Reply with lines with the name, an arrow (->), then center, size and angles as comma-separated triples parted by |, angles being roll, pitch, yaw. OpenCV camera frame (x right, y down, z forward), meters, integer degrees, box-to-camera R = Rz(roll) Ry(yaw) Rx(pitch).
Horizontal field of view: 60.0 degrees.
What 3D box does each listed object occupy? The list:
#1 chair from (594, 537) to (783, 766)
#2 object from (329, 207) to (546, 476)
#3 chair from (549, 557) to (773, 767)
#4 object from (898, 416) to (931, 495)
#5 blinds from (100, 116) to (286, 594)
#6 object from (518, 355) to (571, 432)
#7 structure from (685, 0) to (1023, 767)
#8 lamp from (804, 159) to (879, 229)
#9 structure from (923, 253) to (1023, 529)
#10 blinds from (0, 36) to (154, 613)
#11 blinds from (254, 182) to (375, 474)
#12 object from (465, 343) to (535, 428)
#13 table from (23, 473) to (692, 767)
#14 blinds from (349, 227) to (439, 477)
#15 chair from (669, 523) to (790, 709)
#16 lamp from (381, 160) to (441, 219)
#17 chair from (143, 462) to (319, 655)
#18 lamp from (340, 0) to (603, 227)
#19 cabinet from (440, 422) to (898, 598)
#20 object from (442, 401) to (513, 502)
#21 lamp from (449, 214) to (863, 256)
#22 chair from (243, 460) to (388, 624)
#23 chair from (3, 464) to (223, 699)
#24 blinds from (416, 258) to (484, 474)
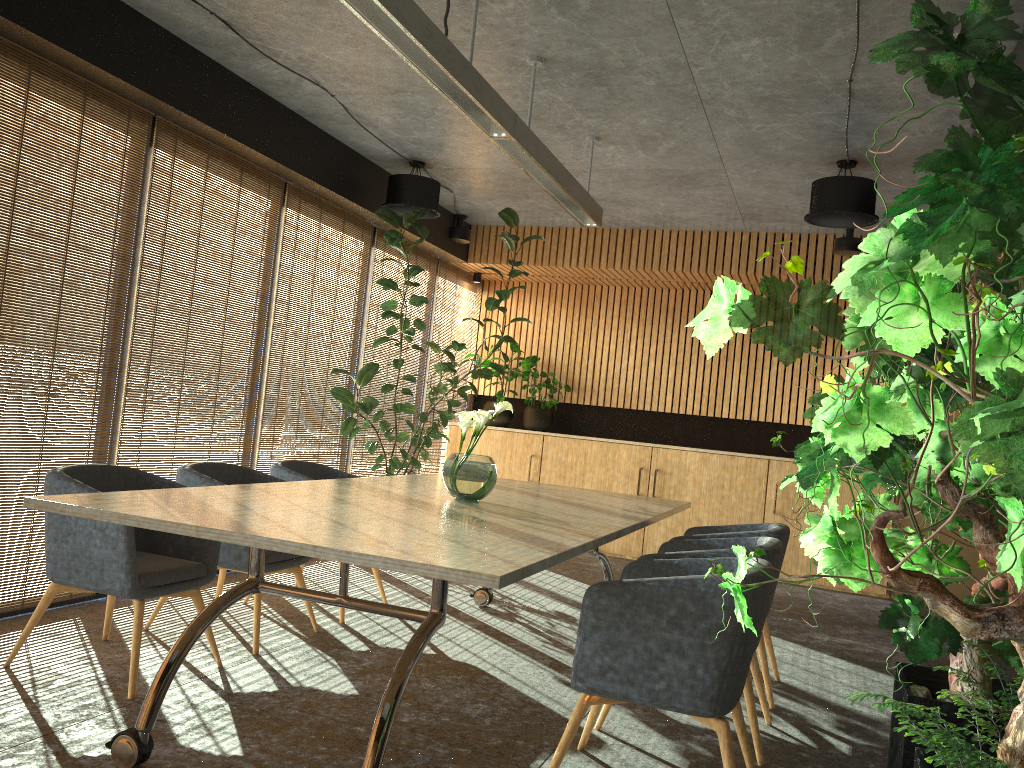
chair -> 0.884, 1.173, 4.266 | 0.761, 0.944, 0.706 | 5, -2, 20
object -> -0.957, -0.021, 8.395 | 1.875, 3.266, 1.958 | 7, -3, -32
chair -> 0.587, 1.109, 3.419 | 0.761, 0.944, 0.706 | 5, -2, 20
object -> 1.900, 0.197, 3.973 | 0.401, 0.633, 0.445 | 6, -2, 0
blinds -> -2.181, -0.153, 6.257 | 0.039, 3.038, 1.422 | 5, -2, 20
object -> 0.289, 0.110, 10.392 | 0.679, 0.880, 0.512 | 5, -2, 23
structure -> 0.792, 0.525, 1.379 | 0.952, 1.987, 2.081 | 5, -2, 21
lamp -> 2.420, -1.405, 6.472 | 0.513, 0.497, 0.513 | 8, -3, -41
structure -> 1.950, 0.016, 3.629 | 0.242, 1.130, 2.172 | 5, -2, 20
blinds -> -3.143, -0.389, 2.326 | 1.388, 3.075, 6.486 | 6, -2, 1
blinds -> -1.696, -0.049, 7.639 | 0.039, 3.038, 1.422 | 5, -2, 20
object -> -0.178, -0.018, 10.582 | 0.640, 1.054, 0.666 | 7, -3, -29
table -> -0.283, 1.077, 4.683 | 1.816, 0.927, 3.932 | 5, -2, 20
blinds -> -1.203, 0.058, 9.045 | 0.039, 3.038, 1.422 | 5, -2, 20
chair -> 1.181, 1.237, 5.113 | 0.761, 0.944, 0.706 | 5, -2, 20
lamp -> -0.844, -1.694, 7.638 | 0.513, 0.497, 0.513 | 6, -2, -10
chair -> -1.557, 0.957, 5.138 | 0.761, 0.944, 0.706 | 5, -2, 20
lamp -> -0.028, -1.636, 4.812 | 0.151, 0.618, 4.009 | 5, -2, 20
cabinet -> 1.585, 1.307, 9.955 | 4.954, 1.272, 1.006 | 5, -2, 20
object -> -0.205, 0.347, 4.733 | 0.295, 0.546, 0.322 | 5, -3, 29
lamp -> 1.277, -1.515, 8.853 | 4.179, 0.294, 0.257 | 5, -2, 20
chair -> -1.260, 1.021, 5.985 | 0.761, 0.944, 0.706 | 5, -2, 20
chair -> -1.854, 0.893, 4.292 | 0.761, 0.944, 0.706 | 5, -2, 20
blinds -> -0.719, 0.162, 10.427 | 0.039, 3.038, 1.422 | 5, -2, 20
